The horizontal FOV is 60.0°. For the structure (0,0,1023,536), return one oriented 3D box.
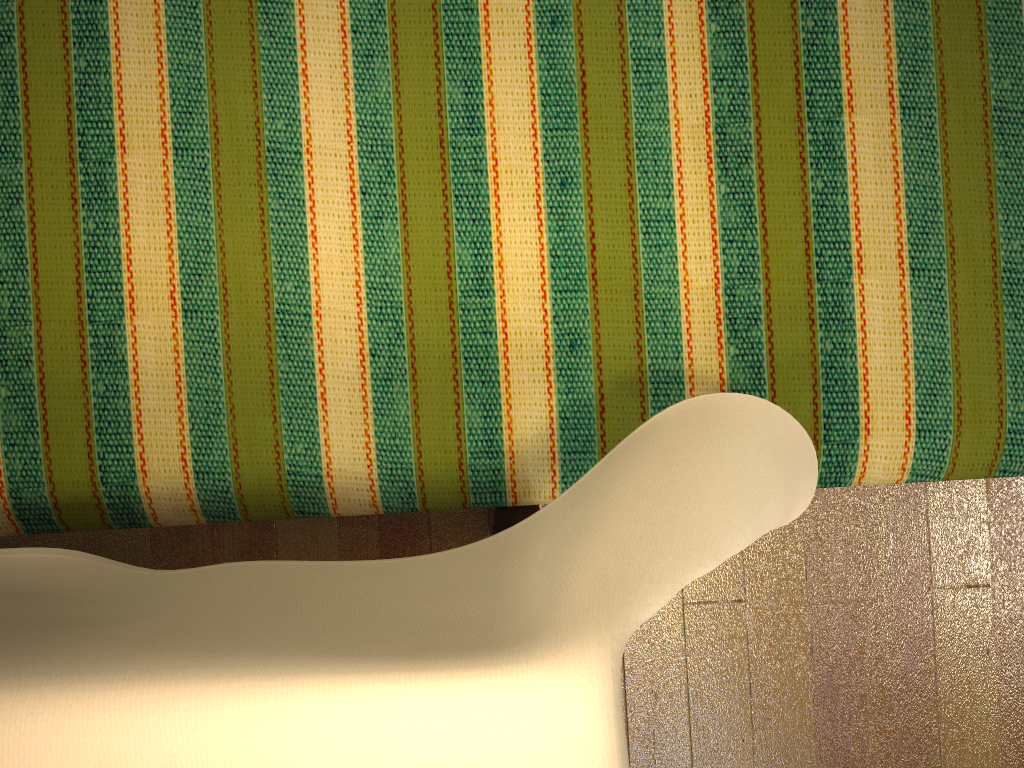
[{"bbox_3d":[-5.496,0.023,0.738,14.516,1.031,0.850,-3,89,0],"label":"structure"}]

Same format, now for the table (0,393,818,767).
[{"bbox_3d":[-0.761,0.755,0.883,2.152,0.759,1.385,-3,89,0],"label":"table"}]
